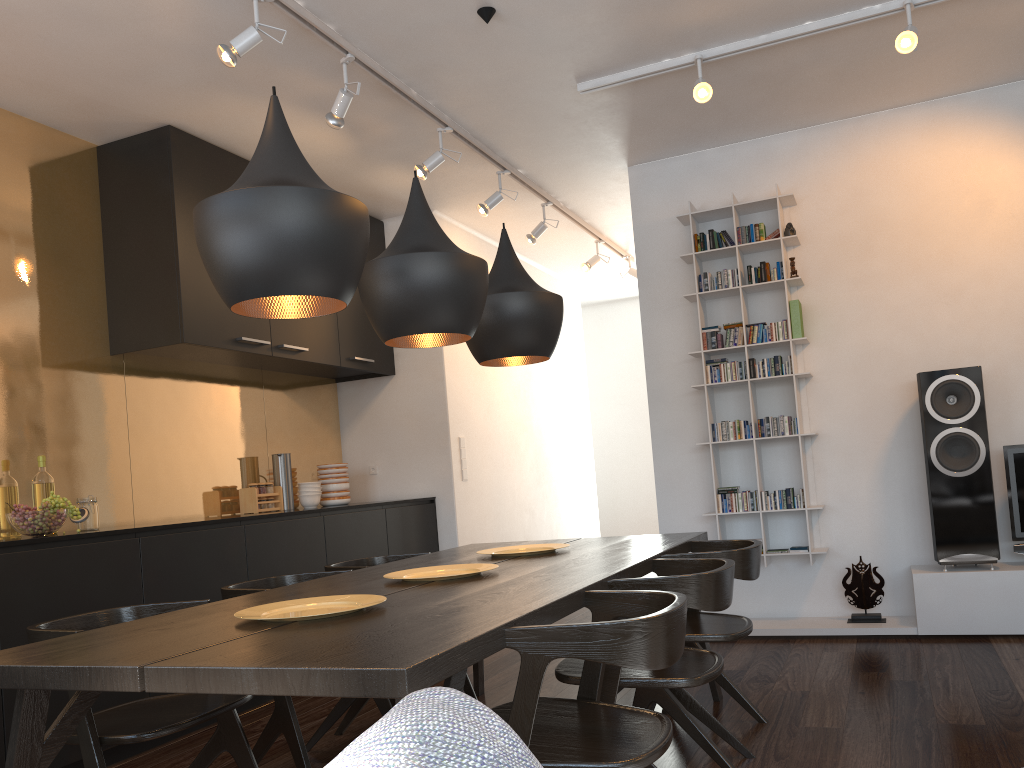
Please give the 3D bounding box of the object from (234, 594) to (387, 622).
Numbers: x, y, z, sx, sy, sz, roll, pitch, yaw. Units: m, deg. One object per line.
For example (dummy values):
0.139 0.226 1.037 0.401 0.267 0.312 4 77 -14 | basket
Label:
-0.478 0.538 2.113 0.357 0.016 0.356 -8 -7 26 | object

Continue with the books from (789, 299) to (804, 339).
1.570 -0.344 4.870 0.049 0.213 0.166 -6 -4 23 | books

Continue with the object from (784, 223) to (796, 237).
1.535 -0.840 4.883 0.064 0.100 0.060 -5 -3 -1 | object

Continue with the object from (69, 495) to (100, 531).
-1.847 0.559 3.828 0.088 0.151 0.177 -5 -4 0 | object

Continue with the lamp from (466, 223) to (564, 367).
-0.012 -0.355 3.419 0.410 0.539 0.413 -3 -4 -20 | lamp

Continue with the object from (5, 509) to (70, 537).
-1.822 0.538 3.404 0.218 0.096 0.220 -3 -6 -20 | object

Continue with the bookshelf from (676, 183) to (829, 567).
1.344 -0.022 4.960 0.641 2.068 0.227 -6 -2 23 | bookshelf

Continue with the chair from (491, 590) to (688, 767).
0.146 0.822 1.935 0.521 0.669 0.594 -6 -4 21 | chair

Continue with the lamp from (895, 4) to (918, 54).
1.590 -1.420 3.565 0.085 0.238 0.251 -6 -4 28 | lamp

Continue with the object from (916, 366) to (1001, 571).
2.262 0.433 4.490 0.295 0.999 0.281 -6 -2 23 | object

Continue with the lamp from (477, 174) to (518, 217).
-0.088 -1.106 5.185 0.250 0.239 0.085 -5 -2 -1 | lamp

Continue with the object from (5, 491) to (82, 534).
-1.808 0.499 3.410 0.178 0.172 0.240 -5 -5 7 | object

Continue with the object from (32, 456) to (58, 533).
-2.028 0.480 3.830 0.092 0.338 0.092 -4 -2 -10 | object

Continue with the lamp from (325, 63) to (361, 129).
-1.077 -0.311 4.338 0.089 1.840 1.845 -3 -4 -33 | lamp

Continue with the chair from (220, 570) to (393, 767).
-0.708 1.018 3.091 0.521 0.669 0.594 -6 -4 21 | chair

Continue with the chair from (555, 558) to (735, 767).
0.407 0.870 2.566 0.521 0.669 0.594 -6 -4 23 | chair

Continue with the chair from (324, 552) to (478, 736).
-0.471 1.060 3.651 0.521 0.669 0.594 -6 -4 22 | chair

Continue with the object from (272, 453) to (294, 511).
-1.374 0.593 5.348 0.114 0.338 0.164 -6 -3 26 | object

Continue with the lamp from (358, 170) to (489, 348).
-0.284 -0.403 2.776 0.411 0.539 0.412 -5 -4 -1 | lamp

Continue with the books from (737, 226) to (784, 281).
1.381 -0.714 4.899 0.229 0.332 0.107 -6 -3 23 | books

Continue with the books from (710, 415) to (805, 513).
1.365 0.445 4.907 0.471 0.509 0.122 -6 -3 23 | books

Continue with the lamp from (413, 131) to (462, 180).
-0.380 -1.157 4.491 0.250 0.239 0.085 -4 -2 -6 | lamp

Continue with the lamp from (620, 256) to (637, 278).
1.004 -0.954 7.389 0.252 0.239 0.085 -7 -4 33 | lamp

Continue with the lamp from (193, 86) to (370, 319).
-0.556 -0.451 2.133 0.410 0.539 0.413 -2 -4 -34 | lamp

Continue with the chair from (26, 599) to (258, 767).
-1.011 0.972 2.447 0.521 0.669 0.594 -6 -4 19 | chair

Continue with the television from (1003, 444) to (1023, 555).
2.861 0.558 4.249 0.792 0.598 0.345 -9 -5 41 | television

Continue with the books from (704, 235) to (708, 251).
1.099 -0.789 4.988 0.014 0.092 0.070 -6 -4 23 | books

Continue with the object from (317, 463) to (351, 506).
-1.145 0.648 5.682 0.197 0.263 0.199 -4 -3 -3 | object

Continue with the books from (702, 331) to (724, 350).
1.136 -0.239 4.992 0.101 0.104 0.096 -6 -4 23 | books

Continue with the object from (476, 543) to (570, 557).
0.043 0.630 3.343 0.357 0.016 0.356 -8 -7 26 | object

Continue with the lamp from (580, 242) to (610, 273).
0.642 -0.980 6.878 0.250 0.239 0.085 -3 -3 -25 | lamp

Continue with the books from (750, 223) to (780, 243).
1.406 -0.831 4.889 0.161 0.110 0.101 -7 -4 23 | books

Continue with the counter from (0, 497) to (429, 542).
-1.826 0.618 3.682 0.734 0.002 5.072 -7 -7 22 | counter

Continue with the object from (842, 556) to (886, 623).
1.870 1.087 4.702 0.213 0.349 0.121 -6 -3 23 | object

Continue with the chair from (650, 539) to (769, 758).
0.646 0.912 3.130 0.521 0.669 0.594 -6 -4 21 | chair

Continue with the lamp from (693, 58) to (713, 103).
0.820 -1.321 3.888 0.085 0.239 0.251 -5 -4 5 | lamp

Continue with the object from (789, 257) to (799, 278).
1.551 -0.632 4.873 0.045 0.139 0.064 -5 -3 14 | object

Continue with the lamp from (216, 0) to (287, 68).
-0.935 -1.256 3.175 0.250 0.239 0.085 -4 -3 -11 | lamp

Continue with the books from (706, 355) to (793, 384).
1.326 -0.077 4.928 0.469 0.112 0.122 -7 -5 23 | books

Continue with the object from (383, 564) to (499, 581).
-0.217 0.584 2.728 0.356 0.016 0.357 -5 -6 4 | object

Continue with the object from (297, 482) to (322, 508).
-1.251 0.686 5.477 0.157 0.159 0.155 -1 -5 -39 | object
